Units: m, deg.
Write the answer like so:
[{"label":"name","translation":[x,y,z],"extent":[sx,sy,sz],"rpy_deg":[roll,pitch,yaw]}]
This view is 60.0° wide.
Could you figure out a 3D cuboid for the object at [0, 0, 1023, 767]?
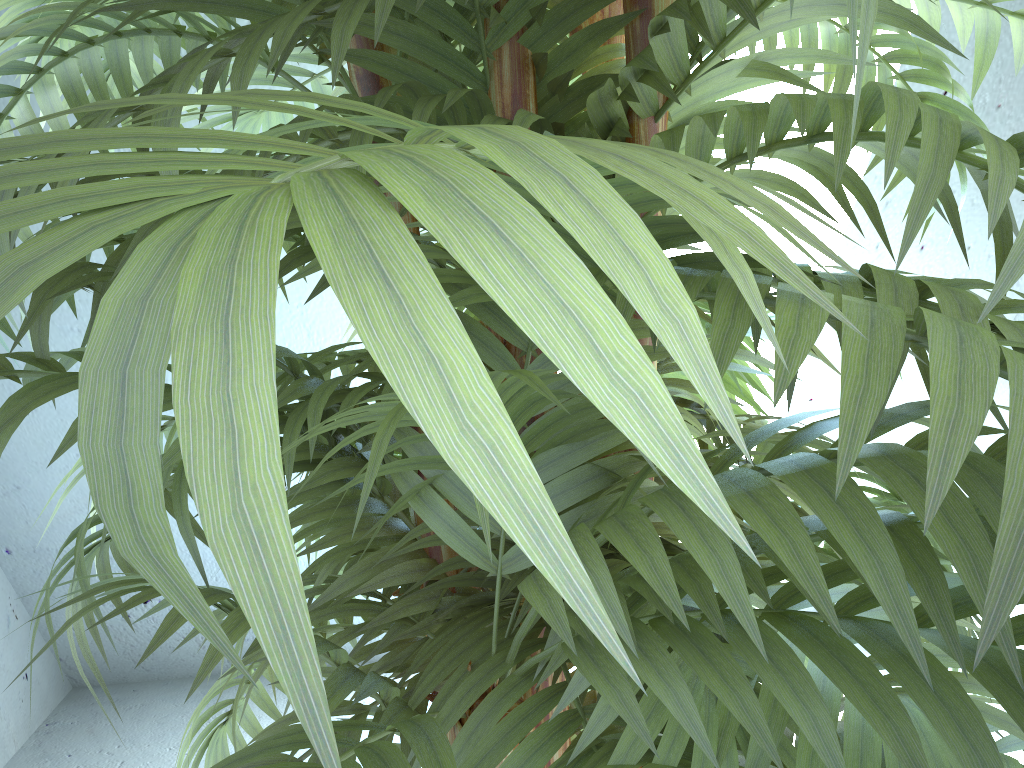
[{"label":"object","translation":[0.006,-0.076,0.559],"extent":[1.020,2.034,0.980],"rpy_deg":[3,8,42]}]
